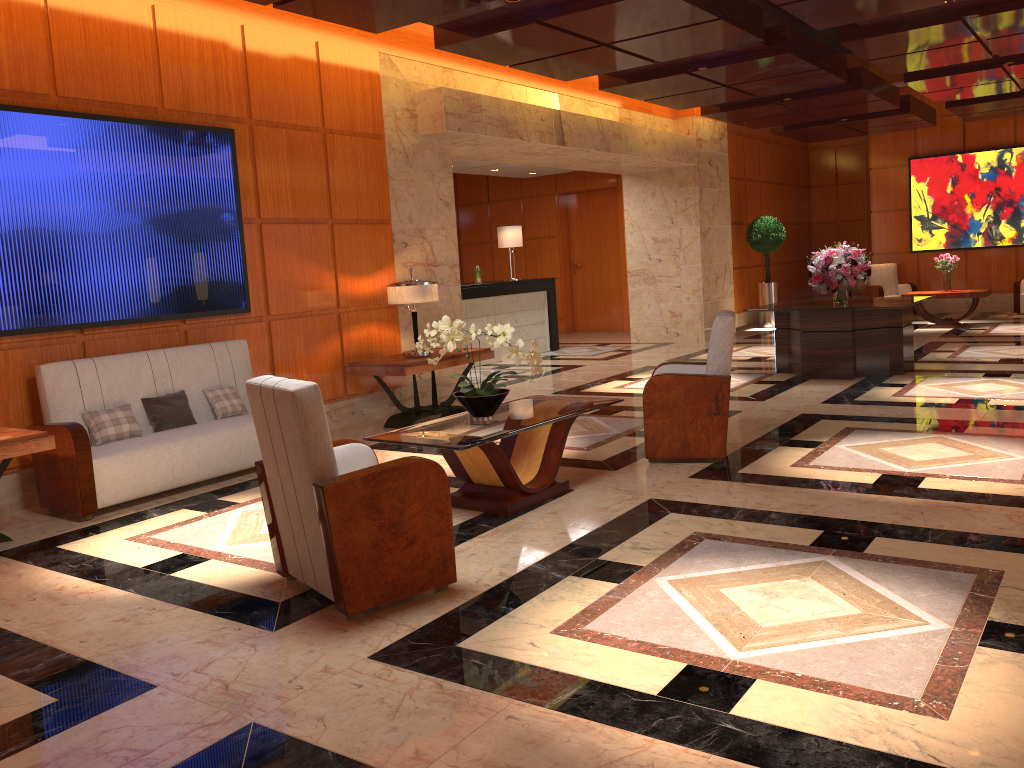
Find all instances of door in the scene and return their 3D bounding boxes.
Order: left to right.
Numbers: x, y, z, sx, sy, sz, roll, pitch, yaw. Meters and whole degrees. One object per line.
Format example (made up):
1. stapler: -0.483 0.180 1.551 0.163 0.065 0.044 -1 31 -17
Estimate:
1. door: 1.577 -2.301 16.675 1.286 2.686 0.342 0 7 35

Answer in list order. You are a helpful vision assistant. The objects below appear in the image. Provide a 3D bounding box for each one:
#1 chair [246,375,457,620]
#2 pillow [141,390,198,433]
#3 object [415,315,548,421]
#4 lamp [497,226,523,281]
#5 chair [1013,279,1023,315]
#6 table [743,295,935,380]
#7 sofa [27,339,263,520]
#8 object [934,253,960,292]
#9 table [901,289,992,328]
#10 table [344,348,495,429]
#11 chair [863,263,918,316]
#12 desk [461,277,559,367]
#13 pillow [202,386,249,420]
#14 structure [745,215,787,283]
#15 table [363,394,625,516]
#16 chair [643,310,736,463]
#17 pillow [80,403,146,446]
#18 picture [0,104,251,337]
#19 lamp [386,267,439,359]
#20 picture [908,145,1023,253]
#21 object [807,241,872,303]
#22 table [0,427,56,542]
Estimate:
1. chair: -0.720 0.417 3.842 0.630 0.957 0.739 -8 7 -35
2. pillow: -2.383 0.192 6.165 0.160 0.252 0.359 0 8 32
3. object: -0.184 -0.099 5.092 0.788 0.615 0.419 -2 6 13
4. lamp: -0.014 -1.999 13.583 0.373 0.817 0.373 -7 7 -29
5. chair: 8.852 -1.649 14.713 0.630 0.957 0.739 -8 7 -35
6. table: 3.576 -0.513 9.606 1.600 0.742 1.607 1 9 35
7. sofa: -2.313 0.228 6.145 0.612 0.929 1.806 1 8 36
8. object: 6.735 -1.729 13.722 0.327 0.594 0.351 -8 7 -34
9. table: 6.743 -1.164 13.758 1.168 0.532 0.728 1 8 35
10. table: -0.809 0.037 8.164 0.726 0.604 1.275 1 9 35
11. chair: 6.860 -1.705 16.113 0.738 0.957 0.631 -4 6 -6
12. desk: -0.510 -0.904 13.005 0.941 1.136 2.938 1 8 35
13. pillow: -2.098 0.142 6.510 0.202 0.229 0.274 1 8 38
14. structure: 4.506 -2.127 15.664 0.721 1.706 0.725 -2 6 13
15. table: -0.034 0.437 5.207 0.722 0.494 1.566 2 9 38
16. chair: 1.231 -0.009 6.092 0.628 0.957 0.741 -2 6 14
17. pillow: -2.608 0.264 5.797 0.195 0.226 0.345 2 9 40
18. picture: -2.738 -1.150 6.265 0.056 1.447 2.004 0 8 35
19. lamp: -0.876 -0.643 7.949 0.459 0.807 0.460 2 8 44
20. picture: 8.152 -3.265 15.774 1.997 1.730 0.057 1 7 35
21. object: 3.521 -1.206 9.525 0.649 0.656 0.683 -1 7 26
22. table: -3.226 0.649 4.734 0.726 0.604 1.275 1 9 35
